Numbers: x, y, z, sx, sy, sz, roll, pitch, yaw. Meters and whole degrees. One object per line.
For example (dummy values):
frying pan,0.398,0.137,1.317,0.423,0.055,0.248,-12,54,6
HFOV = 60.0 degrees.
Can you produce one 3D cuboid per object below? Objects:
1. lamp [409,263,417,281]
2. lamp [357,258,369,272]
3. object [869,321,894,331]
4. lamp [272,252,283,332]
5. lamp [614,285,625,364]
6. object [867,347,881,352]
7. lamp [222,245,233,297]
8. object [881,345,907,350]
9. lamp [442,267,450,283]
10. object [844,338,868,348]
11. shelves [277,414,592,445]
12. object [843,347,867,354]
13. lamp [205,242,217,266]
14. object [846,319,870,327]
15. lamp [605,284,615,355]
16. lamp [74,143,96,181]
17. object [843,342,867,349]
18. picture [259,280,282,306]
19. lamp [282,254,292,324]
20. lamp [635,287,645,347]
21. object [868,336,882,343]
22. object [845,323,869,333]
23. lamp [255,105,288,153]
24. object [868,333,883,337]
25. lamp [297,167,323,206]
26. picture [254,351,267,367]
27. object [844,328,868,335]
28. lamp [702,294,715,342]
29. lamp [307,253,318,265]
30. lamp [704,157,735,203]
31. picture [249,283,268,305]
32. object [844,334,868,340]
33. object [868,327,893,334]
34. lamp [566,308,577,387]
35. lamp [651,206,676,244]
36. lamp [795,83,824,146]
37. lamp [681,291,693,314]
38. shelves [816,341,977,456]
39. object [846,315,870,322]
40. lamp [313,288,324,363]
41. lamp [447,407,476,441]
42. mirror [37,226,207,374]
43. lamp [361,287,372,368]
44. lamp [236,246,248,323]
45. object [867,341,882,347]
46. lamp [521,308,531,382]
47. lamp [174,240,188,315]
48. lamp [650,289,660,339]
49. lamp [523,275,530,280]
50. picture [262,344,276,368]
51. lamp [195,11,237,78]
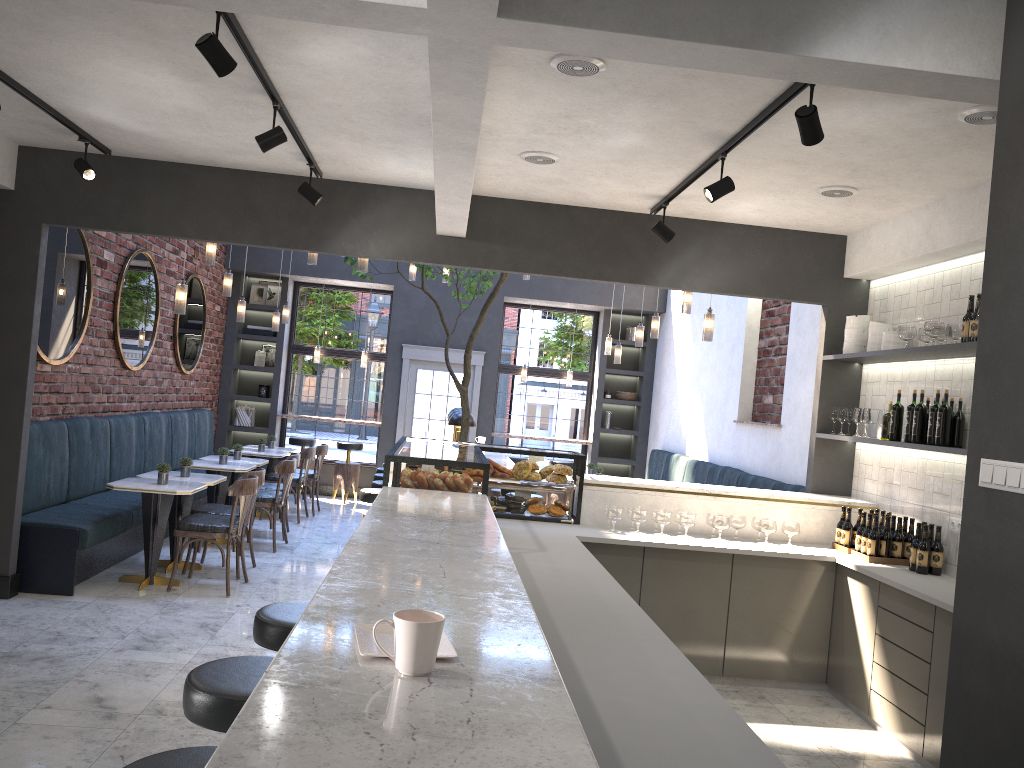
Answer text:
lamp,-0.974,-3.246,10.308,0.078,4.105,0.078,5,0,-20
lamp,-0.940,-2.890,6.684,0.078,4.105,0.078,5,0,25
object,2.446,-0.374,5.872,0.154,0.076,0.153,5,-1,17
lamp,-2.546,-2.653,10.242,0.078,4.105,0.078,5,0,-20
lamp,1.431,-2.284,10.508,0.078,4.105,0.078,5,0,-20
object,2.431,-0.212,5.879,0.153,0.055,0.153,6,-1,-42
lamp,-2.516,-2.874,8.414,0.078,4.105,0.078,5,0,3
object,2.446,-0.213,5.686,0.153,0.055,0.153,6,-1,-42
lamp,-0.636,-3.296,10.963,0.078,4.105,0.078,5,0,-20
object,2.361,-0.281,6.091,0.153,0.062,0.153,5,-1,25
shelves,-1.066,0.643,12.558,4.403,0.043,0.384,5,-1,-4
object,2.352,-0.216,6.093,0.153,0.055,0.153,6,-1,-42
lamp,-2.285,-3.017,7.267,0.078,4.105,0.078,5,0,-20
object,2.372,-0.408,6.085,0.152,0.067,0.153,5,-1,42
lamp,1.392,-2.411,11.171,0.078,4.105,0.078,5,0,-20
lamp,-2.614,-1.360,5.436,0.157,0.235,0.087,5,-1,37
object,2.357,-0.251,6.091,0.153,0.074,0.154,5,-1,-1
picture,-3.412,-1.269,12.553,0.361,0.369,0.055,5,0,-4
lamp,-2.578,-2.781,10.814,0.078,4.105,0.078,5,0,-20
lamp,1.530,-2.439,9.401,0.078,4.105,0.078,6,0,-42
object,2.440,-0.277,5.877,0.153,0.062,0.153,5,-1,25
object,2.367,-0.378,6.086,0.154,0.076,0.153,5,-1,17
lamp,-1.177,-1.247,4.351,0.157,0.238,0.087,5,0,-10
object,2.441,-0.309,5.876,0.154,0.075,0.153,6,-1,-37
lamp,-1.257,-1.236,5.544,0.157,0.238,0.087,5,0,-10
picture,-3.557,-0.354,12.526,0.161,0.227,0.049,5,0,-4
object,2.363,-0.343,6.089,0.153,0.060,0.153,6,-1,-22
lamp,1.712,-2.379,6.941,0.078,4.105,0.078,5,0,-20
lamp,-1.504,-3.055,7.509,0.078,4.105,0.078,5,0,25
lamp,1.061,-1.037,4.524,0.157,0.235,0.087,5,0,-10
picture,-3.576,-1.259,12.505,0.230,0.313,0.061,5,0,-4
object,2.362,-0.313,6.090,0.154,0.075,0.153,6,-1,-37
object,2.442,-0.339,5.875,0.153,0.060,0.153,6,-1,-22
lamp,0.880,-0.676,12.702,0.078,1.429,0.078,5,0,25
lamp,0.981,-1.026,5.717,0.157,0.235,0.087,5,0,-10
lamp,1.156,-1.046,3.433,0.087,0.235,0.157,5,-1,35
lamp,1.684,-2.647,7.640,0.078,4.105,0.078,5,0,-20
shelves,2.470,0.087,4.515,0.300,0.580,3.600,5,-1,-4
object,2.372,-0.440,6.084,0.153,0.070,0.153,5,-1,42
lamp,-2.676,-1.007,12.428,0.078,1.429,0.078,5,0,25
lamp,-0.765,-1.038,5.424,4.184,3.256,8.833,6,-1,-21
mirror,-3.622,-0.882,8.659,0.036,1.510,4.773,5,-1,-4
lamp,-2.023,-0.946,12.478,0.078,1.429,0.078,6,0,-42
lamp,-2.584,-2.675,9.055,0.078,4.105,0.078,5,0,3
object,2.436,-0.247,5.877,0.153,0.074,0.154,5,-1,-1
lamp,0.228,-0.737,12.652,0.078,1.429,0.078,6,0,-42
lamp,-2.274,-2.562,6.581,0.078,4.105,0.078,5,0,-20
lamp,1.586,-2.492,8.731,0.078,4.105,0.078,6,0,-42
lamp,0.353,-3.275,10.465,0.078,4.105,0.078,5,0,-20
picture,-3.426,-0.391,12.562,0.247,0.326,0.044,5,0,-4
lamp,-1.082,-1.256,3.260,0.087,0.238,0.157,5,-1,35
